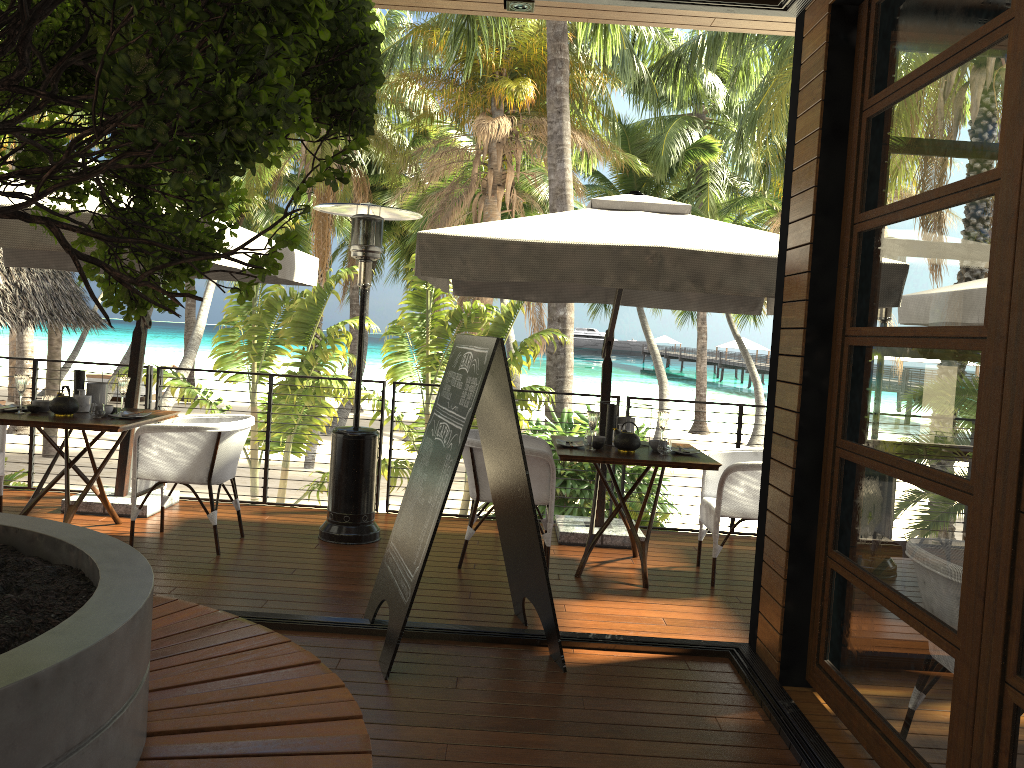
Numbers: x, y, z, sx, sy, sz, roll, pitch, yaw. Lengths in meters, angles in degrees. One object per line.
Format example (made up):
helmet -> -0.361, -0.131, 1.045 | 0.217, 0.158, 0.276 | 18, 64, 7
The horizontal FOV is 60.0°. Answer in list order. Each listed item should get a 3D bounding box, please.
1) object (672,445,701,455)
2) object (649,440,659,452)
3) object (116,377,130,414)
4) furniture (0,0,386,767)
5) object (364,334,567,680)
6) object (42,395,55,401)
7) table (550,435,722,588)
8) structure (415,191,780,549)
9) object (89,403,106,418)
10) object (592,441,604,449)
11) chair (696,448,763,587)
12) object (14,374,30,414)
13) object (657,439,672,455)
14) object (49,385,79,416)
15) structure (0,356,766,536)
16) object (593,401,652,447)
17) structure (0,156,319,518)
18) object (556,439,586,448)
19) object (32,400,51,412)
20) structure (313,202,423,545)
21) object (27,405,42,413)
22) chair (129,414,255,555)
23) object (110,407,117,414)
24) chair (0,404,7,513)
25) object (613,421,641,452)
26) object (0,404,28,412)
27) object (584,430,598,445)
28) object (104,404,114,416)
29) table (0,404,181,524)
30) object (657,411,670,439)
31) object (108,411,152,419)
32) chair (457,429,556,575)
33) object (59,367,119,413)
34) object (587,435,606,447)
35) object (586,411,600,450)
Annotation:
object -> 1.048, 0.406, 5.441 | 0.170, 0.025, 0.295 | 4, 3, 0
object -> 0.892, 0.379, 5.392 | 0.116, 0.065, 0.116 | 4, 3, 4
object -> -2.432, 0.071, 5.538 | 0.082, 0.227, 0.082 | 4, 2, 1
furniture -> -1.547, -0.106, 1.506 | 2.718, 2.720, 2.572 | 2, 3, -35
object -> -0.197, 0.478, 3.984 | 0.771, 1.396, 0.769 | 3, 3, -16
object -> -2.880, 0.117, 5.512 | 0.086, 0.086, 0.086 | 4, 3, 4
table -> 0.695, 0.770, 5.457 | 0.931, 0.749, 0.932 | 4, 3, 0
structure -> 0.689, -0.022, 5.503 | 2.413, 2.331, 2.416 | 4, 3, 0
object -> -2.463, 0.159, 5.266 | 0.086, 0.086, 0.086 | 4, 3, 4
object -> 0.513, 0.370, 5.320 | 0.080, 0.042, 0.080 | 3, 3, -9
chair -> 1.498, 0.805, 5.430 | 0.617, 0.787, 0.628 | 4, 3, 1
object -> -2.898, 0.059, 5.233 | 0.082, 0.227, 0.082 | 3, 2, -11
object -> 0.910, 0.376, 5.281 | 0.086, 0.086, 0.086 | 4, 3, 4
object -> -2.681, 0.095, 5.308 | 0.168, 0.178, 0.163 | 4, 3, 2
structure -> -7.077, 0.160, 6.604 | 26.266, 1.152, 0.163 | 4, 2, 0
object -> 0.696, 0.254, 5.622 | 0.264, 0.264, 0.263 | 7, 4, 45
structure -> -2.681, -0.240, 5.488 | 2.413, 2.331, 2.416 | 4, 3, 0
object -> 0.355, 0.366, 5.370 | 0.170, 0.025, 0.295 | 4, 3, 0
object -> -2.860, 0.136, 5.402 | 0.116, 0.065, 0.116 | 4, 3, -2
structure -> -0.998, -0.084, 5.792 | 0.699, 2.190, 0.700 | 3, 2, -13
object -> -2.859, 0.153, 5.305 | 0.080, 0.042, 0.080 | 1, 4, -39
chair -> -1.925, 0.585, 5.414 | 0.617, 0.787, 0.628 | 4, 3, 1
object -> -2.483, 0.167, 5.477 | 0.080, 0.042, 0.080 | 1, 4, -39
chair -> -3.534, 0.480, 5.432 | 0.617, 0.787, 0.628 | 4, 3, 1
object -> 0.694, 0.313, 5.325 | 0.163, 0.178, 0.168 | 4, 3, -2
object -> -3.018, 0.149, 5.355 | 0.170, 0.025, 0.295 | 4, 3, 0
object -> 0.493, 0.334, 5.527 | 0.086, 0.086, 0.086 | 4, 3, 4
object -> -2.480, 0.162, 5.377 | 0.116, 0.065, 0.116 | 4, 3, -2
table -> -2.684, 0.553, 5.441 | 0.931, 0.749, 0.932 | 4, 3, 0
object -> 0.941, 0.288, 5.553 | 0.082, 0.227, 0.082 | 4, 2, 1
object -> -2.325, 0.189, 5.426 | 0.170, 0.025, 0.295 | 4, 3, 0
chair -> -0.052, 0.704, 5.448 | 0.617, 0.787, 0.628 | 4, 3, 1
object -> -2.677, 0.036, 5.607 | 0.264, 0.264, 0.263 | 7, 4, 45
object -> 0.513, 0.353, 5.418 | 0.116, 0.065, 0.116 | 4, 3, 4
object -> 0.475, 0.276, 5.248 | 0.082, 0.227, 0.082 | 4, 2, 1
